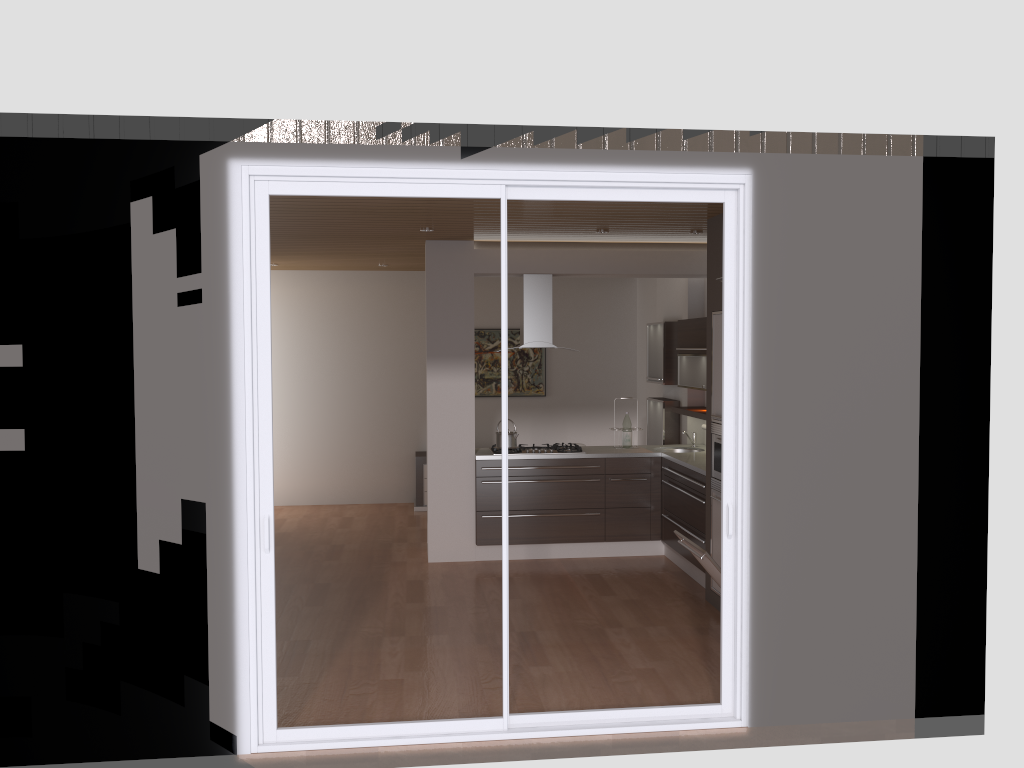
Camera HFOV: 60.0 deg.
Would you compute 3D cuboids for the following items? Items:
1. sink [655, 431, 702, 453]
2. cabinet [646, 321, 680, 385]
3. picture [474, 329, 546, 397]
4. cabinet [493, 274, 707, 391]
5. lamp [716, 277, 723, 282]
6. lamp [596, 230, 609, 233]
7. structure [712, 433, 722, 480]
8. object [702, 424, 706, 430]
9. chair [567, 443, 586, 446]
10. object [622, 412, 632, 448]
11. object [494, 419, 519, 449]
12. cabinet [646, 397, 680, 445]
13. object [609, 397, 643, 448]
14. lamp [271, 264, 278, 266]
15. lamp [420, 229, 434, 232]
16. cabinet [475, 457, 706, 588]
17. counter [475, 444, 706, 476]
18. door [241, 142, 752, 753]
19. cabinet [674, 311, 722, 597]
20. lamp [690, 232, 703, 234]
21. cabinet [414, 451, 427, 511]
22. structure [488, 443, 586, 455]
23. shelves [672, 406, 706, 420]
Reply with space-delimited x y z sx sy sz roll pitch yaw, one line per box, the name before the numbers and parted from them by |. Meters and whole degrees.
sink | 1.466 0.594 7.824 0.450 0.347 0.494 0 2 -1
cabinet | 1.405 -0.301 8.648 0.172 0.600 0.619 -1 2 -21
picture | -0.235 -0.246 10.401 1.277 0.801 0.018 0 2 -6
cabinet | 0.891 -0.457 7.198 2.058 1.032 1.399 0 2 -2
lamp | 1.420 -0.640 5.238 0.139 0.033 1.020 0 2 -6
lamp | 0.699 -1.196 6.845 0.102 0.055 0.102 -2 3 -35
structure | 1.422 0.507 5.903 0.049 0.301 0.569 0 2 -6
object | 1.735 0.421 7.877 0.053 0.119 0.165 0 2 -7
chair | 0.441 1.026 8.728 0.608 0.847 0.491 -2 3 -36
object | 1.029 0.410 7.935 0.091 0.319 0.091 1 3 29
object | -0.048 0.420 7.592 0.221 0.251 0.221 -1 2 -14
cabinet | 1.465 0.447 8.704 0.194 0.600 0.598 0 2 -6
object | 1.028 0.345 7.985 0.291 0.453 0.210 0 2 -1
lamp | -2.533 -1.286 9.396 0.102 0.055 0.102 -1 3 -23
lamp | -0.643 -1.185 6.694 0.102 0.055 0.102 -1 3 -23
cabinet | 0.806 1.074 7.195 2.150 0.870 1.850 0 2 -6
counter | 0.804 0.622 7.177 2.150 0.036 1.850 0 2 -6
door | -0.032 0.287 4.074 2.300 2.700 0.101 0 2 -6
cabinet | 1.567 0.507 5.320 1.047 1.948 1.796 0 2 -6
lamp | 1.439 -1.202 6.928 0.102 0.055 0.102 1 2 22
cabinet | -0.250 1.089 10.175 1.740 0.608 0.540 0 2 -6
structure | 0.212 0.561 7.744 0.797 0.047 0.494 0 2 -6
shelves | 1.729 0.269 7.267 0.313 0.050 1.850 0 2 -6
